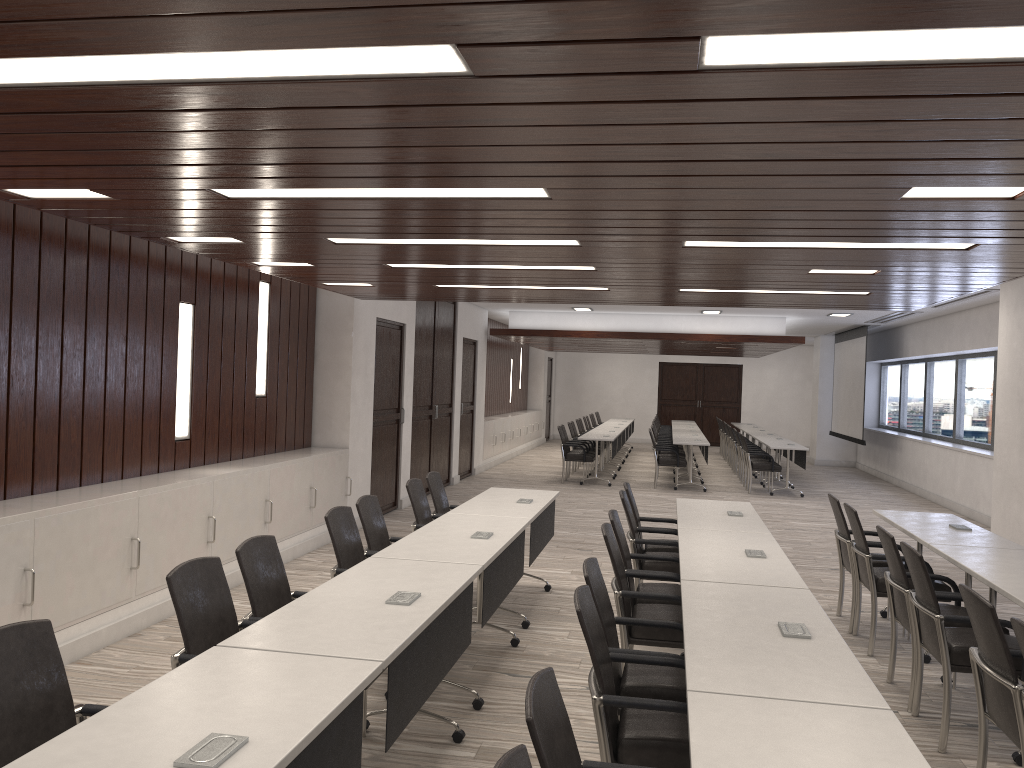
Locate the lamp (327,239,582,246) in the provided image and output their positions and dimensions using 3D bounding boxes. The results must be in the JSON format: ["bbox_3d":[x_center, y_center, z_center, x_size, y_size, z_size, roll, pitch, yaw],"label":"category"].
[{"bbox_3d":[-0.350,-0.847,5.135,1.496,0.045,0.236,2,0,10],"label":"lamp"}]

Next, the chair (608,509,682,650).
[{"bbox_3d":[0.865,1.225,5.163,0.638,0.939,0.513,2,0,10],"label":"chair"}]

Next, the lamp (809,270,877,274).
[{"bbox_3d":[2.168,-0.760,5.804,0.421,0.046,0.236,2,0,10],"label":"lamp"}]

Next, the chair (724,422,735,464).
[{"bbox_3d":[4.924,1.298,19.339,0.638,0.939,0.513,2,0,9],"label":"chair"}]

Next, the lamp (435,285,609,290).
[{"bbox_3d":[0.074,-0.845,7.517,1.496,0.045,0.236,2,0,10],"label":"lamp"}]

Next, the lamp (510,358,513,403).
[{"bbox_3d":[-0.071,-0.081,21.098,0.094,1.058,0.236,2,0,10],"label":"lamp"}]

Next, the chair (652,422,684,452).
[{"bbox_3d":[3.081,1.240,17.593,0.638,0.939,0.513,2,0,10],"label":"chair"}]

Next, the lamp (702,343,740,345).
[{"bbox_3d":[3.702,-0.759,16.152,1.496,0.045,0.236,2,0,10],"label":"lamp"}]

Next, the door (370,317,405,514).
[{"bbox_3d":[-1.546,0.399,10.635,0.200,2.323,1.163,2,0,10],"label":"door"}]

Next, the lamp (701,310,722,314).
[{"bbox_3d":[3.306,-1.243,14.689,0.324,0.120,0.519,2,0,10],"label":"lamp"}]

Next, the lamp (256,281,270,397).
[{"bbox_3d":[-2.353,-0.415,8.202,0.094,1.058,0.236,2,0,10],"label":"lamp"}]

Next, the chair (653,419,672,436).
[{"bbox_3d":[3.344,1.242,19.095,0.638,0.939,0.513,2,0,10],"label":"chair"}]

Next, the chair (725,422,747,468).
[{"bbox_3d":[4.825,1.297,18.823,0.638,0.939,0.513,2,0,10],"label":"chair"}]

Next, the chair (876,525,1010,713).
[{"bbox_3d":[2.350,1.280,4.907,0.638,0.939,0.513,2,0,10],"label":"chair"}]

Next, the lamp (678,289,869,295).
[{"bbox_3d":[2.101,-0.770,7.156,1.496,0.045,0.236,2,0,10],"label":"lamp"}]

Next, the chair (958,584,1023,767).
[{"bbox_3d":[2.074,1.277,3.408,0.638,0.939,0.513,2,0,10],"label":"chair"}]

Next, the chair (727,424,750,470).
[{"bbox_3d":[4.642,1.295,17.845,0.638,0.939,0.513,2,0,11],"label":"chair"}]

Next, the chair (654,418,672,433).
[{"bbox_3d":[3.446,1.243,19.609,0.638,0.939,0.513,2,0,10],"label":"chair"}]

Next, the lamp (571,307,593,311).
[{"bbox_3d":[1.202,-1.320,15.063,0.324,0.120,0.519,2,0,10],"label":"lamp"}]

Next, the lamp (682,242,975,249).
[{"bbox_3d":[1.677,-0.773,4.774,1.496,0.045,0.236,2,0,10],"label":"lamp"}]

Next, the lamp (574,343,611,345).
[{"bbox_3d":[1.944,-0.832,18.029,1.496,0.045,0.236,2,0,10],"label":"lamp"}]

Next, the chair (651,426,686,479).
[{"bbox_3d":[2.823,1.239,16.094,0.638,0.939,0.513,2,0,9],"label":"chair"}]

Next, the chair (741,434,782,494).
[{"bbox_3d":[4.016,1.291,14.338,0.638,0.939,0.513,2,0,11],"label":"chair"}]

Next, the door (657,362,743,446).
[{"bbox_3d":[5.313,0.571,25.168,2.329,2.323,0.200,2,0,10],"label":"door"}]

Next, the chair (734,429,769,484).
[{"bbox_3d":[4.282,1.293,15.840,0.638,0.939,0.513,2,0,11],"label":"chair"}]

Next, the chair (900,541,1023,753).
[{"bbox_3d":[2.264,1.279,4.391,0.638,0.939,0.513,2,0,10],"label":"chair"}]

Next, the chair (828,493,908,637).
[{"bbox_3d":[2.605,1.281,6.403,0.638,0.939,0.513,2,0,10],"label":"chair"}]

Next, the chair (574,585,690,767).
[{"bbox_3d":[0.524,1.223,3.152,0.638,0.939,0.513,2,0,9],"label":"chair"}]

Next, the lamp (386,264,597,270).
[{"bbox_3d":[-0.158,-0.846,6.218,1.496,0.045,0.236,2,0,10],"label":"lamp"}]

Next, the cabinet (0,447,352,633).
[{"bbox_3d":[-2.560,1.020,5.655,0.476,0.698,7.540,2,0,10],"label":"cabinet"}]

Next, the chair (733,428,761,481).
[{"bbox_3d":[4.391,1.294,16.351,0.638,0.939,0.513,2,0,9],"label":"chair"}]

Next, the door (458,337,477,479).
[{"bbox_3d":[-0.798,0.404,14.839,0.200,2.323,1.163,2,0,10],"label":"door"}]

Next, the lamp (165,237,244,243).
[{"bbox_3d":[-1.871,-0.904,5.405,0.464,0.045,0.236,2,0,10],"label":"lamp"}]

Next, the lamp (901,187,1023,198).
[{"bbox_3d":[1.744,-0.763,3.421,0.421,0.046,0.236,2,0,10],"label":"lamp"}]

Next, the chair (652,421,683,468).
[{"bbox_3d":[3.168,1.241,18.103,0.638,0.939,0.513,2,0,11],"label":"chair"}]

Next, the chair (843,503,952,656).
[{"bbox_3d":[2.529,1.281,5.887,0.638,0.939,0.513,2,0,10],"label":"chair"}]

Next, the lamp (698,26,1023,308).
[{"bbox_3d":[3.729,-0.964,7.030,1.499,0.552,12.001,2,0,27],"label":"lamp"}]

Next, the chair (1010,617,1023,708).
[{"bbox_3d":[1.995,1.277,2.889,0.638,0.939,0.513,2,0,10],"label":"chair"}]

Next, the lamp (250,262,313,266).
[{"bbox_3d":[-1.679,-0.902,6.488,0.464,0.045,0.236,2,0,10],"label":"lamp"}]

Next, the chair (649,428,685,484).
[{"bbox_3d":[2.635,1.237,15.121,0.638,0.939,0.513,2,0,9],"label":"chair"}]

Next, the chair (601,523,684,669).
[{"bbox_3d":[0.772,1.224,4.648,0.638,0.939,0.513,2,0,10],"label":"chair"}]

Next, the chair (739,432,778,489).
[{"bbox_3d":[4.107,1.291,14.853,0.638,0.939,0.513,2,0,10],"label":"chair"}]

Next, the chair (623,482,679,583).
[{"bbox_3d":[1.142,1.227,6.668,0.638,0.939,0.513,2,0,9],"label":"chair"}]

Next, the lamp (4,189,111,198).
[{"bbox_3d":[-2.102,-0.905,4.106,0.464,0.045,0.236,2,0,10],"label":"lamp"}]

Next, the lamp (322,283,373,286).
[{"bbox_3d":[-1.447,-0.901,7.788,0.464,0.045,0.236,2,0,10],"label":"lamp"}]

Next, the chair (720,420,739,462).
[{"bbox_3d":[5.082,1.298,20.326,0.638,0.939,0.513,2,0,9],"label":"chair"}]

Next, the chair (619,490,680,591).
[{"bbox_3d":[1.047,1.226,6.149,0.638,0.939,0.513,2,0,9],"label":"chair"}]

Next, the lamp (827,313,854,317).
[{"bbox_3d":[5.304,-1.169,14.333,0.324,0.120,0.519,2,0,10],"label":"lamp"}]

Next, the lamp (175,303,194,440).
[{"bbox_3d":[-2.596,-0.098,6.904,0.094,1.058,0.236,2,0,10],"label":"lamp"}]

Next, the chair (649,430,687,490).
[{"bbox_3d":[2.554,1.237,14.595,0.638,0.939,0.513,2,0,10],"label":"chair"}]

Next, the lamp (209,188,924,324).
[{"bbox_3d":[3.084,-1.000,9.507,1.469,0.552,14.295,2,0,33],"label":"lamp"}]

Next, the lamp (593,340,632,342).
[{"bbox_3d":[1.674,-0.833,16.513,1.496,0.045,0.236,2,0,10],"label":"lamp"}]

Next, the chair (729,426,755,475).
[{"bbox_3d":[4.548,1.294,17.329,0.638,0.939,0.513,2,0,11],"label":"chair"}]

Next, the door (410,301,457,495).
[{"bbox_3d":[-1.162,0.119,12.738,0.200,2.889,2.327,2,0,10],"label":"door"}]

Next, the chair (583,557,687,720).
[{"bbox_3d":[0.598,1.223,3.677,0.638,0.939,0.513,2,0,11],"label":"chair"}]

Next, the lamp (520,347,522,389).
[{"bbox_3d":[0.172,-0.397,22.395,0.094,1.058,0.236,2,0,10],"label":"lamp"}]

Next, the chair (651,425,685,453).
[{"bbox_3d":[2.915,1.239,16.606,0.638,0.939,0.513,2,0,10],"label":"chair"}]

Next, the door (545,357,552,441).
[{"bbox_3d":[0.968,0.416,24.765,0.200,2.323,1.163,2,0,10],"label":"door"}]

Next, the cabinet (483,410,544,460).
[{"bbox_3d":[-0.032,1.037,19.866,0.476,0.698,7.540,2,0,10],"label":"cabinet"}]
